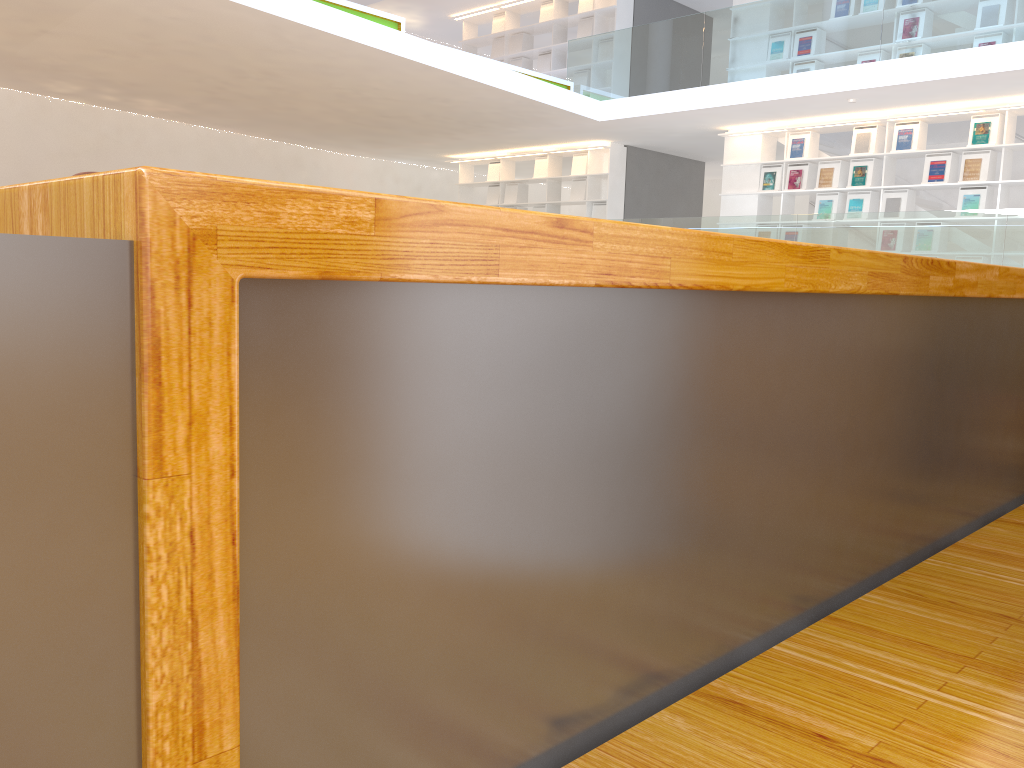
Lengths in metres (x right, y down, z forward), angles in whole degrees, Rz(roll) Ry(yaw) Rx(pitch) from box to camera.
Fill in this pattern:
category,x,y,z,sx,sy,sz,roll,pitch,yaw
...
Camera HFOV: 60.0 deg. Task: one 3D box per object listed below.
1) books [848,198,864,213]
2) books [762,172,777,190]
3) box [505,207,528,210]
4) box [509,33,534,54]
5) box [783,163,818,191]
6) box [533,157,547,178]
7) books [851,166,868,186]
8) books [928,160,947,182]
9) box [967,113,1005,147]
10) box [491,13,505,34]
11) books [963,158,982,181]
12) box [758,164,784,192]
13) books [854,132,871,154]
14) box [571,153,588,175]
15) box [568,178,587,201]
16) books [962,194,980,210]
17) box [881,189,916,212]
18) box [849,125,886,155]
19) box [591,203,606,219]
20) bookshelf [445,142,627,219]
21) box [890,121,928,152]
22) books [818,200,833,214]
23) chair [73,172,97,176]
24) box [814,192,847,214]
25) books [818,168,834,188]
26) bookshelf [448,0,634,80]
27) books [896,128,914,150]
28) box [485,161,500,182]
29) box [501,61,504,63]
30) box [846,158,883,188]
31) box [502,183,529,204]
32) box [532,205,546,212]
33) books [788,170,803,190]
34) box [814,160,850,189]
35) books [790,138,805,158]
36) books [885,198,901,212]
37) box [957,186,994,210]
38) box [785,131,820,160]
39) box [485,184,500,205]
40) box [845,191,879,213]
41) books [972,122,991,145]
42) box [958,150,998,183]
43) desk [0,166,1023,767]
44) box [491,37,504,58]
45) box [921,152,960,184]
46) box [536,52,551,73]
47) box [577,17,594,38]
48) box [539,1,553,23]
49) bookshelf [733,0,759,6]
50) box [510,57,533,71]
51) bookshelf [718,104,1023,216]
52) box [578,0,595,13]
category,x,y,z,sx,sy,sz,roll,pitch,yaw
books,3.549,-1.808,9.164,0.145,0.210,0.037,8,9,43
books,2.847,-2.238,9.807,0.145,0.210,0.037,8,9,43
box,0.039,-2.386,12.732,0.245,0.296,0.274,8,9,43
box,0.119,-4.743,12.453,0.245,0.296,0.274,8,9,43
box,3.149,-2.247,9.673,0.245,0.296,0.274,8,9,43
box,0.462,-2.979,12.269,0.245,0.296,0.274,8,9,43
books,3.569,-2.134,9.112,0.145,0.210,0.037,8,9,43
books,4.119,-2.056,8.593,0.145,0.210,0.037,8,9,43
box,4.477,-2.378,8.365,0.245,0.296,0.274,8,9,43
box,-0.131,-5.107,12.662,0.245,0.296,0.274,8,9,43
books,4.347,-2.020,8.376,0.145,0.210,0.037,8,9,43
box,2.922,-2.280,9.873,0.245,0.296,0.274,8,9,43
books,3.585,-2.461,9.069,0.145,0.210,0.037,8,9,43
box,0.952,-2.906,11.806,0.245,0.296,0.274,8,9,43
box,0.940,-2.581,11.846,0.245,0.296,0.274,8,9,43
books,4.345,-1.688,8.403,0.145,0.210,0.037,8,9,43
box,3.899,-1.807,8.971,0.245,0.296,0.274,8,9,43
box,3.664,-2.497,9.139,0.245,0.296,0.274,8,9,43
box,1.200,-2.215,11.627,0.245,0.296,0.274,8,9,43
bookshelf,0.215,-2.334,12.471,2.984,1.836,0.498,8,9,43
box,3.964,-2.453,8.852,0.245,0.296,0.274,8,9,43
books,3.313,-1.840,9.385,0.145,0.210,0.037,8,9,43
chair,-0.379,0.051,1.286,0.381,0.693,0.428,8,9,43
box,3.389,-1.882,9.456,0.245,0.296,0.274,8,9,43
books,3.315,-2.172,9.358,0.145,0.210,0.037,8,9,43
bookshelf,0.285,-4.365,12.229,2.984,1.836,0.498,8,9,43
books,3.888,-2.418,8.781,0.145,0.210,0.037,8,9,43
box,-0.200,-3.076,12.903,0.245,0.296,0.274,8,9,43
box,-0.146,-4.454,12.733,0.245,0.296,0.274,8,9,43
box,3.647,-2.172,9.182,0.245,0.296,0.274,8,9,43
box,0.050,-2.711,12.694,0.245,0.296,0.274,8,9,43
box,0.426,-2.329,12.364,0.245,0.296,0.274,8,9,43
books,3.065,-2.210,9.596,0.145,0.210,0.037,8,9,43
box,3.399,-2.208,9.419,0.245,0.296,0.274,8,9,43
books,3.076,-2.538,9.554,0.145,0.210,0.037,8,9,43
books,3.820,-1.761,8.902,0.145,0.210,0.037,8,9,43
box,4.420,-1.730,8.474,0.245,0.296,0.274,8,9,43
box,3.152,-2.573,9.626,0.245,0.296,0.274,8,9,43
box,-0.211,-2.750,12.942,0.245,0.296,0.274,8,9,43
box,3.633,-1.846,9.224,0.245,0.296,0.274,8,9,43
books,4.393,-2.342,8.300,0.145,0.210,0.037,8,9,43
box,4.430,-2.057,8.437,0.245,0.296,0.274,8,9,43
desk,0.593,0.069,1.778,0.760,0.606,3.356,8,9,43
box,-0.142,-4.782,12.701,0.245,0.296,0.274,8,9,43
box,4.186,-2.096,8.670,0.245,0.296,0.274,8,9,43
box,0.495,-4.360,12.123,0.245,0.296,0.274,8,9,43
box,1.009,-4.613,11.605,0.245,0.296,0.274,8,9,43
box,0.532,-5.011,12.028,0.245,0.296,0.274,8,9,43
bookshelf,3.864,-3.839,8.826,3.666,1.836,0.498,8,9,43
box,0.108,-4.417,12.491,0.245,0.296,0.274,8,9,43
bookshelf,3.795,-1.807,9.067,3.666,1.836,0.498,8,9,43
box,1.022,-4.938,11.565,0.245,0.296,0.274,8,9,43
